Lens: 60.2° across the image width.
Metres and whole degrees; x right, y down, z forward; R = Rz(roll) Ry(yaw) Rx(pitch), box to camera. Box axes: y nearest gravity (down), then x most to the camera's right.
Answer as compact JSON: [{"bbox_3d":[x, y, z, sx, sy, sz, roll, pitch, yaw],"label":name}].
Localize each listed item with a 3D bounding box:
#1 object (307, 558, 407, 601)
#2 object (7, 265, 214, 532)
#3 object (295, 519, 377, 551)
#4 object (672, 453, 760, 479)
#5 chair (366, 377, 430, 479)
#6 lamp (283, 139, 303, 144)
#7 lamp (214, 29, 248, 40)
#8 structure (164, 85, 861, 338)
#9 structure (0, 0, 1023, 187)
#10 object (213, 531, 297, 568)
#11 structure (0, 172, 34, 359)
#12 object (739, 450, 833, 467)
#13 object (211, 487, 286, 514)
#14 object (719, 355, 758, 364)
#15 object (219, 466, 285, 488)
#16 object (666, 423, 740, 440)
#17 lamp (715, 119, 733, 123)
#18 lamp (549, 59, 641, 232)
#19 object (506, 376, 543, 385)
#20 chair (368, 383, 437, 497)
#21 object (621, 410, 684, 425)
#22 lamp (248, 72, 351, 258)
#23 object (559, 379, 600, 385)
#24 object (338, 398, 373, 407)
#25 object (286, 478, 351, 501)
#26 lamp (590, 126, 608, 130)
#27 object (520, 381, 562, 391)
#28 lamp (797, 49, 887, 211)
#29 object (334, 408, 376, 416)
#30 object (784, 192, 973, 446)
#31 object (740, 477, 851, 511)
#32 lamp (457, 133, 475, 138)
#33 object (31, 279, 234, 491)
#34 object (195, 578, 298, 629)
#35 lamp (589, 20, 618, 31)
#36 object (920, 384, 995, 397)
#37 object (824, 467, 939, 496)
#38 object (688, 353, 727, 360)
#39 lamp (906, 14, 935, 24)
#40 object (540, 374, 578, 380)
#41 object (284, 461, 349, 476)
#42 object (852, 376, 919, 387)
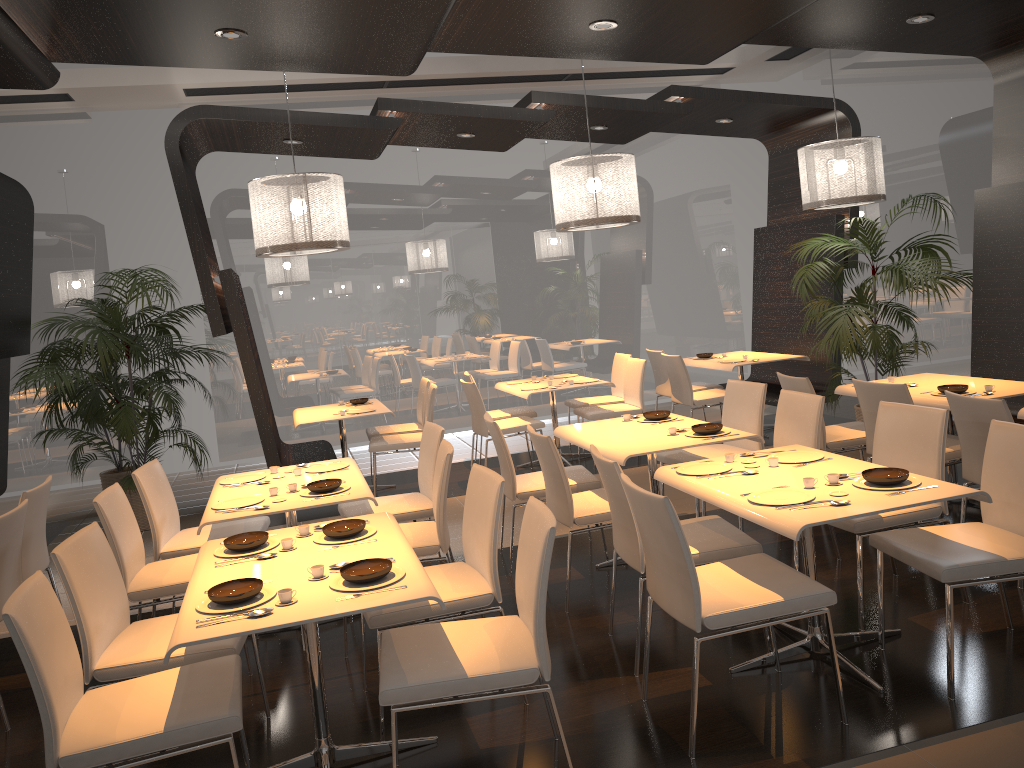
[{"bbox_3d":[-0.500,0.607,2.845,0.304,0.044,0.366,-8,6,-15],"label":"object"},{"bbox_3d":[-3.024,0.137,6.986,1.566,2.055,1.506,-7,3,-21],"label":"object"},{"bbox_3d":[-0.678,0.565,3.412,0.304,0.044,0.366,-8,6,-15],"label":"object"},{"bbox_3d":[0.901,0.357,3.855,0.336,0.038,0.377,-8,6,-20],"label":"object"},{"bbox_3d":[-0.999,0.422,7.956,0.606,0.872,0.485,-7,3,-12],"label":"chair"},{"bbox_3d":[-1.841,-2.046,7.418,0.160,0.054,0.161,-7,6,-9],"label":"lamp"},{"bbox_3d":[-1.416,-1.773,4.450,0.161,0.050,0.160,-8,6,-20],"label":"lamp"},{"bbox_3d":[0.175,-1.609,7.947,5.946,1.724,1.404,-7,4,-15],"label":"structure"},{"bbox_3d":[-1.092,-1.031,3.741,10.684,1.732,2.908,-7,5,-15],"label":"structure"},{"bbox_3d":[-0.972,0.602,3.339,0.304,0.044,0.366,-8,6,-15],"label":"object"},{"bbox_3d":[-6.707,-0.702,6.118,5.946,1.724,1.404,-7,4,-15],"label":"structure"},{"bbox_3d":[1.197,0.316,3.952,0.336,0.038,0.377,-9,7,-25],"label":"object"},{"bbox_3d":[-1.237,0.546,4.151,0.336,0.038,0.377,-8,6,-20],"label":"object"},{"bbox_3d":[2.101,-0.227,8.144,0.336,0.038,0.377,-8,6,-20],"label":"object"},{"bbox_3d":[-1.395,0.498,4.745,0.336,0.038,0.377,-8,6,-20],"label":"object"},{"bbox_3d":[1.009,0.247,4.747,0.304,0.044,0.366,-8,6,-15],"label":"object"},{"bbox_3d":[2.025,-2.528,8.446,0.161,0.055,0.162,-8,6,-20],"label":"lamp"},{"bbox_3d":[0.539,-2.114,6.500,0.625,1.925,0.629,-5,2,13],"label":"lamp"},{"bbox_3d":[0.125,-0.033,8.231,0.336,0.038,0.377,-8,6,-20],"label":"object"},{"bbox_3d":[-0.878,0.475,7.330,0.606,0.867,0.485,-6,3,-7],"label":"chair"},{"bbox_3d":[0.843,0.197,5.375,0.304,0.044,0.366,-8,6,-15],"label":"object"},{"bbox_3d":[-1.508,-1.844,5.956,0.625,1.925,0.629,-5,2,13],"label":"lamp"},{"bbox_3d":[0.584,-0.034,7.798,0.336,0.038,0.377,-9,7,-25],"label":"object"},{"bbox_3d":[-1.390,0.160,7.865,0.304,0.044,0.366,-8,6,-15],"label":"object"},{"bbox_3d":[-0.937,0.498,4.276,0.304,0.044,0.366,-8,6,-15],"label":"object"},{"bbox_3d":[0.799,-2.367,8.120,0.161,0.055,0.162,-8,6,-20],"label":"lamp"},{"bbox_3d":[0.253,0.018,7.635,0.336,0.038,0.377,-8,6,-20],"label":"object"},{"bbox_3d":[2.554,-2.379,7.036,0.625,1.925,0.630,-5,2,17],"label":"lamp"},{"bbox_3d":[-1.301,0.215,7.295,0.336,0.038,0.377,-9,7,-25],"label":"object"},{"bbox_3d":[3.024,-0.515,7.245,1.505,2.055,1.567,-6,3,-1],"label":"object"},{"bbox_3d":[1.060,0.405,3.262,0.336,0.038,0.377,-8,6,-20],"label":"object"},{"bbox_3d":[-0.408,-2.208,7.799,0.161,0.055,0.162,-8,6,-20],"label":"lamp"},{"bbox_3d":[-3.514,0.081,7.977,1.557,2.055,1.514,-3,4,37],"label":"object"},{"bbox_3d":[-0.824,0.652,2.737,0.304,0.044,0.366,-8,6,-15],"label":"object"},{"bbox_3d":[0.511,-2.027,4.962,0.161,0.050,0.162,-7,6,-9],"label":"lamp"},{"bbox_3d":[2.628,0.034,5.180,0.304,0.044,0.366,-8,6,-15],"label":"object"},{"bbox_3d":[1.378,0.358,3.362,0.304,0.044,0.366,-8,6,-15],"label":"object"},{"bbox_3d":[1.947,-0.279,8.743,0.304,0.044,0.366,-8,6,-15],"label":"object"},{"bbox_3d":[2.540,-2.285,5.502,0.161,0.050,0.162,-7,6,-9],"label":"lamp"},{"bbox_3d":[0.440,-0.083,8.397,0.336,0.038,0.377,-9,7,-25],"label":"object"},{"bbox_3d":[-1.079,0.451,4.882,0.336,0.038,0.377,-9,7,-25],"label":"object"},{"bbox_3d":[2.444,-0.006,5.754,0.336,0.038,0.377,-8,6,-20],"label":"object"}]
